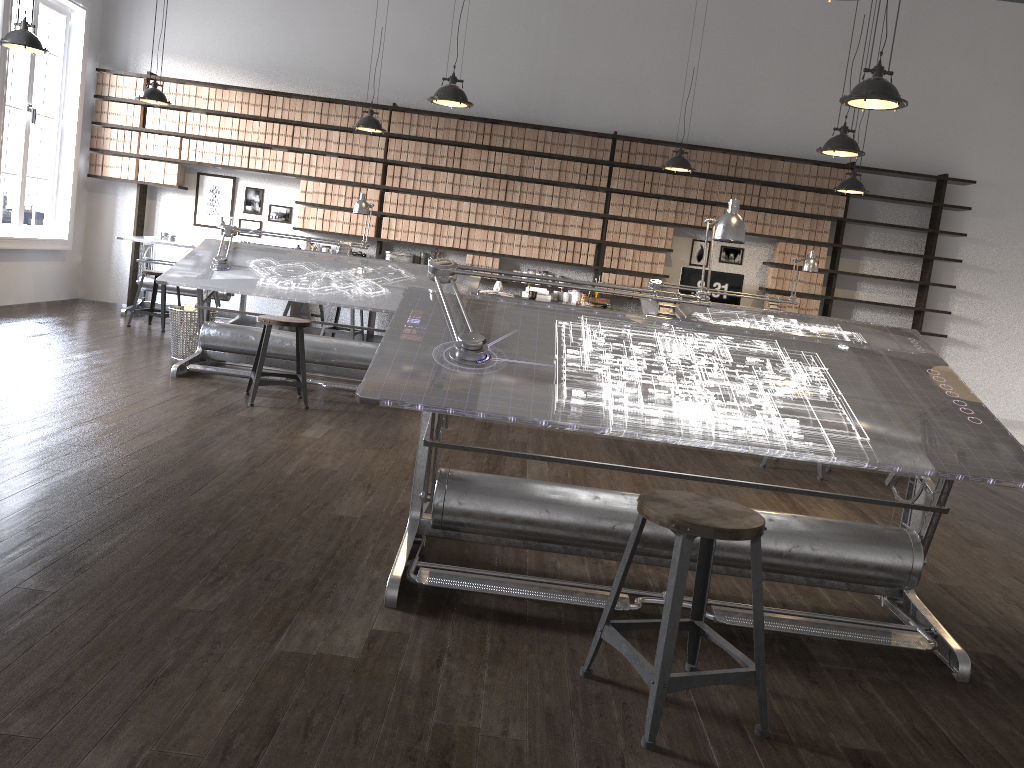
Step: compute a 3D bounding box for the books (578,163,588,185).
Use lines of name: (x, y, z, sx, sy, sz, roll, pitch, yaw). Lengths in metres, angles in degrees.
books: (0.743, -2.195, 9.293, 0.067, 0.224, 0.175, 7, 7, 0)

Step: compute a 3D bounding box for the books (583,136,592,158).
books: (0.783, -2.466, 9.261, 0.067, 0.224, 0.175, 7, 7, 0)

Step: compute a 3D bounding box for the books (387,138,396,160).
books: (-1.254, -2.454, 9.304, 0.067, 0.224, 0.175, 7, 7, 0)

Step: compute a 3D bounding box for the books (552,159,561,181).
books: (0.465, -2.230, 9.288, 0.067, 0.224, 0.175, 7, 7, 0)

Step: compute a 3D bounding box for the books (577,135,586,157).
books: (0.717, -2.475, 9.266, 0.067, 0.224, 0.175, 7, 7, 0)

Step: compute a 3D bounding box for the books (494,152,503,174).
books: (-0.144, -2.310, 9.292, 0.067, 0.224, 0.175, 7, 7, 0)

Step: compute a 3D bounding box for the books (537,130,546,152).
books: (0.303, -2.528, 9.263, 0.067, 0.224, 0.175, 7, 7, 0)

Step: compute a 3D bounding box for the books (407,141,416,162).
books: (-1.043, -2.426, 9.299, 0.067, 0.224, 0.175, 7, 7, 0)

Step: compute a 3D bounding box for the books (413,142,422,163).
books: (-0.981, -2.419, 9.300, 0.067, 0.224, 0.175, 7, 7, 0)

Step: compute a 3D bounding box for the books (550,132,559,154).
books: (0.444, -2.511, 9.269, 0.067, 0.224, 0.175, 7, 7, 0)

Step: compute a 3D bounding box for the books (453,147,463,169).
books: (-0.562, -2.364, 9.294, 0.067, 0.224, 0.175, 7, 7, 0)

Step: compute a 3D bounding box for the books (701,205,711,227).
books: (2.028, -1.759, 9.306, 0.067, 0.224, 0.175, 7, 7, 0)

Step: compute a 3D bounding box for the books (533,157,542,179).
books: (0.265, -2.257, 9.290, 0.067, 0.224, 0.175, 7, 7, 0)

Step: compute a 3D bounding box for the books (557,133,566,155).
books: (0.513, -2.502, 9.267, 0.067, 0.224, 0.175, 7, 7, 0)

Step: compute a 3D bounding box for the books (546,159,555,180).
books: (0.399, -2.240, 9.293, 0.067, 0.224, 0.175, 7, 7, 0)

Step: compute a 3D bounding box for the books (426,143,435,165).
books: (-0.848, -2.402, 9.301, 0.067, 0.224, 0.175, 7, 7, 0)

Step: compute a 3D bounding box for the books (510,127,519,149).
books: (0.025, -2.565, 9.271, 0.067, 0.224, 0.175, 7, 7, 0)

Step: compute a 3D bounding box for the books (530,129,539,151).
books: (0.231, -2.538, 9.263, 0.067, 0.224, 0.175, 7, 7, 0)

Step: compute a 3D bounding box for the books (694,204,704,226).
books: (1.954, -1.770, 9.312, 0.067, 0.224, 0.175, 7, 7, 0)

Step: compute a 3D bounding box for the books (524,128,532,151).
books: (0.168, -2.546, 9.268, 0.067, 0.224, 0.175, 7, 7, 0)

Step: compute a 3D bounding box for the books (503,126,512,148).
books: (-0.044, -2.574, 9.268, 0.067, 0.224, 0.175, 7, 7, 0)

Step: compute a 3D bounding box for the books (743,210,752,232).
books: (2.451, -1.705, 9.307, 0.067, 0.224, 0.175, 7, 7, 0)

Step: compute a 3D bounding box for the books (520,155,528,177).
books: (0.126, -2.275, 9.297, 0.067, 0.224, 0.175, 7, 7, 0)

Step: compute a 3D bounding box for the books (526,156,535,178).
books: (0.195, -2.266, 9.295, 0.067, 0.224, 0.175, 7, 7, 0)

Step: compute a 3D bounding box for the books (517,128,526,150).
books: (0.094, -2.556, 9.269, 0.067, 0.224, 0.175, 7, 7, 0)

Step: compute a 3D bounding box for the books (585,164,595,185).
books: (0.817, -2.185, 9.287, 0.067, 0.224, 0.175, 7, 7, 0)

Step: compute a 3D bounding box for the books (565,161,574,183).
books: (0.602, -2.213, 9.293, 0.067, 0.224, 0.175, 7, 7, 0)

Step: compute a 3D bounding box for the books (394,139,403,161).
books: (-1.185, -2.445, 9.301, 0.067, 0.224, 0.175, 7, 7, 0)

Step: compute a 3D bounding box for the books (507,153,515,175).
books: (-0.010, -2.293, 9.295, 0.067, 0.224, 0.175, 7, 7, 0)

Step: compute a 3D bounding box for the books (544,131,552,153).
books: (0.375, -2.519, 9.266, 0.067, 0.224, 0.175, 7, 7, 0)

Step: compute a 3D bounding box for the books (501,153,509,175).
books: (-0.072, -2.300, 9.294, 0.067, 0.224, 0.175, 7, 7, 0)

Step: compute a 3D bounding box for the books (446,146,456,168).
books: (-0.637, -2.374, 9.300, 0.067, 0.224, 0.175, 7, 7, 0)

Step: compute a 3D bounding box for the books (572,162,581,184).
books: (0.672, -2.204, 9.289, 0.067, 0.224, 0.175, 7, 7, 0)

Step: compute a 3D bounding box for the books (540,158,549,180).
books: (0.336, -2.247, 9.292, 0.067, 0.224, 0.175, 7, 7, 0)

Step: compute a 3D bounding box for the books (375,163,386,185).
books: (-1.390, -2.204, 9.329, 0.067, 0.224, 0.175, 7, 7, 0)

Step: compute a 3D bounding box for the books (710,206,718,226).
books: (2.102, -1.750, 9.311, 0.067, 0.224, 0.175, 7, 7, 0)

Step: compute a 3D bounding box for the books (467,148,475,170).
books: (-0.424, -2.346, 9.297, 0.067, 0.224, 0.175, 7, 7, 0)

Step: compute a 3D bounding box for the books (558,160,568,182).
books: (0.532, -2.223, 9.294, 0.067, 0.224, 0.175, 7, 7, 0)

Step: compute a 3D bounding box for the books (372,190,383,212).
books: (-1.422, -1.930, 9.348, 0.067, 0.224, 0.175, 7, 7, 0)

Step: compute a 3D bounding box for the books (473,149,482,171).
books: (-0.362, -2.337, 9.292, 0.067, 0.224, 0.175, 7, 7, 0)

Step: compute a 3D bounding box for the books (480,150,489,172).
books: (-0.290, -2.328, 9.292, 0.067, 0.224, 0.175, 7, 7, 0)

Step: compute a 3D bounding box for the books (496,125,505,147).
books: (-0.116, -2.583, 9.265, 0.067, 0.224, 0.175, 7, 7, 0)

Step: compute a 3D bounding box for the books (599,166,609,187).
books: (0.966, -2.166, 9.290, 0.067, 0.224, 0.175, 7, 7, 0)

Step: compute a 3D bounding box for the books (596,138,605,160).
books: (0.921, -2.449, 9.266, 0.067, 0.224, 0.175, 7, 7, 0)

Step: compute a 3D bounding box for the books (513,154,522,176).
books: (0.056, -2.283, 9.290, 0.067, 0.224, 0.175, 7, 7, 0)

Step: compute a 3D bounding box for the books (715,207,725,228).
books: (2.167, -1.741, 9.304, 0.067, 0.224, 0.175, 7, 7, 0)

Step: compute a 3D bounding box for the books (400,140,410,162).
books: (-1.115, -2.436, 9.297, 0.067, 0.224, 0.175, 7, 7, 0)

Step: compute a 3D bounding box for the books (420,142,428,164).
books: (-0.915, -2.409, 9.295, 0.067, 0.224, 0.175, 7, 7, 0)

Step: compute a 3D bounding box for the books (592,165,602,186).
books: (0.891, -2.176, 9.292, 0.067, 0.224, 0.175, 7, 7, 0)

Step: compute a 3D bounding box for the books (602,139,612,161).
books: (0.991, -2.439, 9.261, 0.067, 0.224, 0.175, 7, 7, 0)

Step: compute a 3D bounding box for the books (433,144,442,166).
books: (-0.778, -2.392, 9.300, 0.067, 0.224, 0.175, 7, 7, 0)

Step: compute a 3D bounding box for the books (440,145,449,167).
books: (-0.707, -2.383, 9.296, 0.067, 0.224, 0.175, 7, 7, 0)

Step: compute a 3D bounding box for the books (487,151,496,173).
books: (-0.218, -2.319, 9.295, 0.067, 0.224, 0.175, 7, 7, 0)

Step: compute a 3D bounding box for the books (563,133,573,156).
books: (0.583, -2.492, 9.263, 0.067, 0.224, 0.175, 7, 7, 0)

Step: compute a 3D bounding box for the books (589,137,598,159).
books: (0.850, -2.458, 9.266, 0.067, 0.224, 0.175, 7, 7, 0)

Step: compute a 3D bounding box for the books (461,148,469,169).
books: (-0.489, -2.355, 9.299, 0.067, 0.224, 0.175, 7, 7, 0)

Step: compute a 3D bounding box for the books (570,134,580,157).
books: (0.655, -2.483, 9.264, 0.067, 0.224, 0.175, 7, 7, 0)
